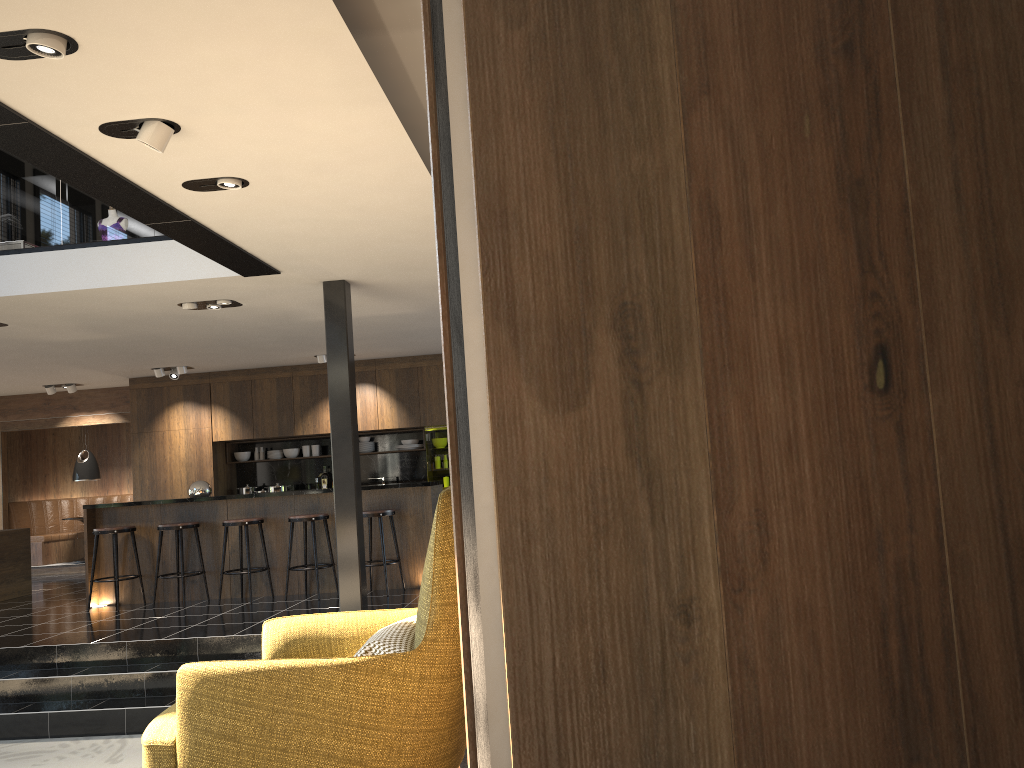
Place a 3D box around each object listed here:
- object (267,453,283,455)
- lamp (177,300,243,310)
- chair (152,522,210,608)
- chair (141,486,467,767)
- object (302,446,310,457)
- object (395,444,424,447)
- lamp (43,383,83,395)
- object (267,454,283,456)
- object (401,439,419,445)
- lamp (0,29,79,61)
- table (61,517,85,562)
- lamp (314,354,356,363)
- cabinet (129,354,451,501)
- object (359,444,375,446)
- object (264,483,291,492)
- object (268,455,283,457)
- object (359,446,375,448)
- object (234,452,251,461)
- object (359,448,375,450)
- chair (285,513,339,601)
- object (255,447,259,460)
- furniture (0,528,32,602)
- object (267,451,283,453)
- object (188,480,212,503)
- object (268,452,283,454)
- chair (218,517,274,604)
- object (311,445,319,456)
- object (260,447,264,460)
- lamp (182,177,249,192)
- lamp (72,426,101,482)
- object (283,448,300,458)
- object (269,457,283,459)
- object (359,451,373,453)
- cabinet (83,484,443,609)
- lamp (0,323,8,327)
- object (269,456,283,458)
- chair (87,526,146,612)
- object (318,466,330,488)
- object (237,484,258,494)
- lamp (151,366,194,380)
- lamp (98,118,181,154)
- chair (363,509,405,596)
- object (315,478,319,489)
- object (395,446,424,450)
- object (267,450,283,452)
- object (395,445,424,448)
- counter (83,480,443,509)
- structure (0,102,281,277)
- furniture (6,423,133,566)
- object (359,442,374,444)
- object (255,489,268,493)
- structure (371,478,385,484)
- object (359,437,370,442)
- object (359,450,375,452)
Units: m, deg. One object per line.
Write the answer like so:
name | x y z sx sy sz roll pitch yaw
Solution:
object | -3.353 1.008 12.569 0.220 0.033 0.220 -4 -5 1
lamp | -2.600 -0.737 7.638 0.501 0.194 0.349 -4 -5 5
chair | -3.275 1.776 8.747 0.412 0.798 0.413 -5 -5 14
chair | -0.550 0.883 2.699 1.031 1.096 0.808 -4 -5 4
object | -2.902 0.953 12.518 0.109 0.161 0.109 -3 -5 -13
object | -1.419 0.877 12.419 0.438 0.039 0.438 -8 -7 41
lamp | -6.340 0.008 12.531 0.501 0.280 0.349 -4 -5 5
object | -3.353 1.021 12.568 0.220 0.033 0.220 -4 -5 1
object | -1.425 0.829 12.424 0.254 0.088 0.254 -7 -6 30
lamp | -1.671 -1.211 3.049 0.346 0.177 0.195 -4 -5 5
table | -6.344 2.312 13.277 0.702 0.643 0.703 -2 -5 -21
lamp | -2.268 -0.375 11.363 0.501 0.280 0.349 -4 -5 5
cabinet | -1.728 1.037 12.267 6.893 2.687 0.870 -4 -5 5
object | -2.079 0.876 12.545 0.269 0.024 0.269 -9 -7 43
object | -3.218 1.472 12.200 0.279 0.217 0.300 -8 -6 37
object | -3.352 1.031 12.567 0.220 0.033 0.220 -4 -5 1
object | -2.078 0.903 12.543 0.269 0.024 0.269 -9 -7 43
object | -3.831 1.041 12.617 0.234 0.138 0.234 -5 -5 7
object | -2.076 0.930 12.541 0.269 0.024 0.269 -9 -7 43
chair | -1.963 1.677 8.638 0.412 0.798 0.413 -5 -5 14
object | -3.628 0.996 12.602 0.060 0.185 0.060 -7 -6 36
furniture | -7.111 2.139 10.044 2.609 0.821 1.366 -4 -5 5
object | -3.356 0.975 12.571 0.220 0.033 0.220 -4 -5 1
object | -3.182 1.097 9.050 0.227 0.228 0.228 -1 -6 -35
object | -3.355 0.988 12.570 0.220 0.033 0.220 -4 -5 1
chair | -2.619 1.726 8.693 0.412 0.798 0.413 -5 -5 14
object | -2.769 0.943 12.507 0.109 0.161 0.109 -5 -5 17
object | -3.553 0.990 12.596 0.060 0.185 0.060 -2 -5 -27
lamp | -1.536 -1.089 4.591 0.346 0.158 0.195 -4 -5 5
lamp | -6.424 0.970 13.368 0.389 0.973 0.390 0 -6 -42
object | -3.121 0.989 12.558 0.234 0.138 0.234 -6 -6 24
object | -3.350 1.056 12.565 0.220 0.033 0.220 -4 -5 1
object | -2.073 0.965 12.538 0.269 0.024 0.269 -9 -7 43
cabinet | -2.503 1.658 9.135 3.564 0.993 0.699 -4 -5 5
lamp | -4.744 -0.557 7.814 0.501 0.231 0.349 -4 -5 5
object | -3.351 1.043 12.566 0.220 0.033 0.220 -4 -5 1
chair | -3.931 1.825 8.801 0.412 0.798 0.413 -5 -5 14
object | -2.668 1.389 12.573 0.133 0.451 0.116 -4 -5 5
object | -3.711 1.519 12.449 0.255 0.217 0.236 0 -6 -37
lamp | -4.414 -0.206 11.541 0.501 0.294 0.349 -4 -5 5
lamp | -1.601 -1.111 3.816 0.346 0.247 0.195 -4 -5 5
chair | -1.306 1.627 8.584 0.412 0.798 0.413 -5 -5 14
object | -2.762 1.478 12.571 0.058 0.287 0.058 -5 -5 18
object | -1.417 0.904 12.416 0.438 0.039 0.438 -8 -7 41
object | -3.357 0.963 12.572 0.220 0.033 0.220 -4 -5 1
object | -1.418 0.891 12.417 0.438 0.039 0.438 -8 -7 41
counter | -2.540 1.143 9.176 3.574 0.041 0.699 -4 -5 5
structure | -3.390 0.166 3.000 3.447 4.863 7.287 -4 -5 4
furniture | -6.362 1.543 13.802 2.639 2.332 1.176 -4 -5 4
object | -2.081 0.849 12.547 0.269 0.024 0.269 -9 -7 43
object | -3.462 1.530 12.334 0.210 0.142 0.195 0 -6 -37
structure | -1.857 1.403 12.116 0.242 0.231 0.174 -4 -5 5
object | -2.088 0.797 12.551 0.168 0.087 0.168 -6 -6 24
object | -2.074 0.958 12.539 0.269 0.024 0.269 -9 -7 43
